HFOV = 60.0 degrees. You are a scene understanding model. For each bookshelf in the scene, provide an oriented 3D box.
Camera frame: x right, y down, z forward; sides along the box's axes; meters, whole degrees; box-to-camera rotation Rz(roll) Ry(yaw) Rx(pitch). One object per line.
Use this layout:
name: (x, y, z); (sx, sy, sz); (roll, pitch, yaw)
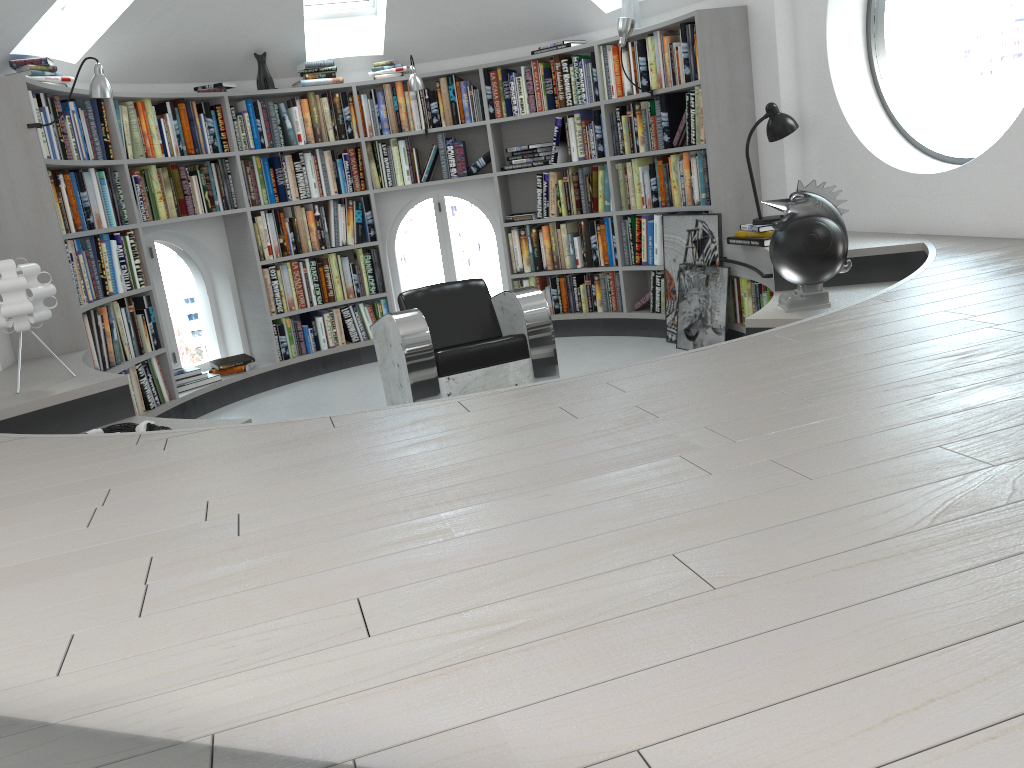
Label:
bookshelf: (-0.815, -1.143, 5.938); (4.339, 1.869, 2.119); (-12, 13, -15)

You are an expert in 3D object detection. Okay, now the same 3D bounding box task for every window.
window: (-1.056, -2.849, 5.571); (4.061, 0.709, 1.942); (-12, 14, -15)
window: (-1.494, -0.798, 6.697); (3.241, 1.144, 0.619); (-16, 14, -29)
window: (2.247, -1.811, 4.292); (0.104, 1.461, 1.477); (-11, 13, -15)

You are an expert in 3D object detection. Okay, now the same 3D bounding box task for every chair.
chair: (-0.277, -0.182, 4.914); (0.825, 0.715, 0.744); (-13, 14, -20)

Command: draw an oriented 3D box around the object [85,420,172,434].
object: (-1.407, 0.195, 3.245); (0.473, 0.081, 0.219); (2, 17, 36)

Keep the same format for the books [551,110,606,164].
books: (0.541, -1.796, 6.397); (0.553, 0.348, 0.257); (0, 15, 30)

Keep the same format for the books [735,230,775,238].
books: (1.482, -0.872, 5.051); (0.287, 0.034, 0.305); (-14, 15, -25)

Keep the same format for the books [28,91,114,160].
books: (-2.512, -1.374, 4.796); (0.300, 0.359, 1.039); (-8, 13, 1)

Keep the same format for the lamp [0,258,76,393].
lamp: (-2.011, -0.249, 3.637); (0.306, 0.522, 0.306); (-14, 14, -26)

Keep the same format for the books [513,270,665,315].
books: (0.661, -0.689, 6.568); (1.497, 0.309, 0.362); (2, 16, 36)

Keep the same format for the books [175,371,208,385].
books: (-2.231, -0.039, 5.973); (0.270, 0.031, 0.286); (-19, 17, -37)

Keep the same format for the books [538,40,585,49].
books: (0.359, -2.425, 6.358); (0.234, 0.027, 0.248); (-20, 18, -41)

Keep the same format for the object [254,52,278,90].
object: (-1.738, -2.193, 6.245); (0.147, 0.263, 0.202); (-12, 13, -18)

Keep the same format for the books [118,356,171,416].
books: (-2.313, 0.068, 5.162); (0.282, 0.318, 0.924); (-7, 13, 3)

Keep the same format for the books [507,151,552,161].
books: (0.152, -1.714, 6.656); (0.286, 0.031, 0.271); (1, 16, 34)

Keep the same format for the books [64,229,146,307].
books: (-2.379, -0.640, 4.947); (0.260, 0.357, 1.026); (-8, 13, 2)

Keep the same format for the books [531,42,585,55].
books: (0.362, -2.398, 6.364); (0.336, 0.036, 0.318); (2, 17, 36)

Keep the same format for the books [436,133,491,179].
books: (-0.338, -1.743, 6.701); (0.399, 0.339, 0.225); (-7, 13, 5)

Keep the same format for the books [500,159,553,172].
books: (0.161, -1.653, 6.669); (0.388, 0.042, 0.368); (-2, 15, 24)

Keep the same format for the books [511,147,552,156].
books: (0.148, -1.744, 6.649); (0.226, 0.036, 0.215); (1, 16, 34)

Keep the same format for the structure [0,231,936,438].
structure: (-0.311, -0.143, 4.797); (4.708, 0.689, 4.740); (0, 16, 29)

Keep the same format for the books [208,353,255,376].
books: (-1.963, -0.130, 6.225); (0.318, 0.099, 0.293); (-11, 14, -13)

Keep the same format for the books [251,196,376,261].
books: (-1.487, -1.154, 6.543); (1.001, 0.349, 0.298); (-16, 15, -31)

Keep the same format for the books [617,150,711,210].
books: (1.106, -1.361, 5.918); (0.276, 0.345, 1.023); (-15, 15, -29)

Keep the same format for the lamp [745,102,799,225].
lamp: (1.467, -1.240, 4.976); (0.322, 0.656, 0.235); (-8, 12, 0)

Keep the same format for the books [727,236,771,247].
books: (1.487, -0.837, 5.058); (0.366, 0.042, 0.390); (-12, 14, -15)

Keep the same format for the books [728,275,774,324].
books: (1.507, -0.438, 5.064); (0.272, 0.296, 1.154); (-8, 14, -1)

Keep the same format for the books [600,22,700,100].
books: (0.988, -2.103, 5.769); (0.294, 0.360, 1.016); (-16, 16, -32)

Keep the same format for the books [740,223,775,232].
books: (1.477, -0.904, 5.044); (0.269, 0.031, 0.287); (-9, 14, -5)

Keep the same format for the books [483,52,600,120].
books: (0.248, -2.162, 6.423); (0.969, 0.365, 0.308); (-1, 15, 27)

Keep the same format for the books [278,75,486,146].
books: (-0.963, -2.029, 6.574); (1.567, 0.365, 0.396); (-10, 13, -10)

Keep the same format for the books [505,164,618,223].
books: (0.406, -1.419, 6.542); (0.973, 0.350, 0.253); (-1, 14, 26)

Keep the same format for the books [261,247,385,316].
books: (-1.423, -0.785, 6.631); (1.035, 0.355, 0.293); (-16, 15, -30)

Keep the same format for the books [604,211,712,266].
books: (1.108, -0.999, 6.047); (0.305, 0.356, 1.187); (-16, 16, -33)

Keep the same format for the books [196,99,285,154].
books: (-1.935, -1.785, 6.181); (0.685, 0.344, 0.265); (-18, 16, -37)

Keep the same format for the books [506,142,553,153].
books: (0.144, -1.775, 6.643); (0.270, 0.031, 0.286); (-17, 17, -34)

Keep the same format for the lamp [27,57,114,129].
lamp: (-2.205, -1.446, 4.397); (0.414, 0.310, 0.117); (-12, 13, -18)

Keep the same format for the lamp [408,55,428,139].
lamp: (-0.684, -2.054, 6.371); (0.113, 0.563, 0.359); (-10, 13, -8)

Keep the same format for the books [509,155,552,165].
books: (0.156, -1.685, 6.662); (0.285, 0.031, 0.271); (-3, 14, 19)

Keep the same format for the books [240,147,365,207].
books: (-1.559, -1.525, 6.500); (1.031, 0.357, 0.301); (-16, 15, -29)

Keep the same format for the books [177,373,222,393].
books: (-2.226, -0.007, 5.980); (0.388, 0.042, 0.367); (4, 18, 40)

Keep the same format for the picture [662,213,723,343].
picture: (1.168, -0.667, 5.738); (0.091, 0.858, 0.580); (-14, 14, -25)

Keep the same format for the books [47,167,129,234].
books: (-2.473, -1.003, 4.894); (0.303, 0.345, 1.095); (-8, 13, 0)

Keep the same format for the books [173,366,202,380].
books: (-2.235, -0.070, 5.967); (0.214, 0.036, 0.227); (-19, 17, -37)

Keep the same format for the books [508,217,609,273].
books: (0.386, -1.052, 6.668); (0.871, 0.348, 0.274); (-1, 14, 25)

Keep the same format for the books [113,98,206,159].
books: (-2.331, -1.611, 5.648); (0.269, 0.371, 0.798); (-1, 15, 27)

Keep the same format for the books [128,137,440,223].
books: (-1.630, -1.446, 6.243); (2.538, 0.368, 0.592); (-17, 16, -34)

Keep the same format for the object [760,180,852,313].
object: (1.300, -0.617, 3.903); (0.321, 0.559, 0.321); (-19, 17, -41)

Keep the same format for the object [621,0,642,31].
object: (0.774, -2.559, 5.863); (0.179, 0.470, 0.180); (-9, 12, -6)

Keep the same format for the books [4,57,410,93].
books: (-1.895, -2.029, 5.844); (0.748, 0.172, 2.829); (5, 19, 43)

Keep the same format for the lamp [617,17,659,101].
lamp: (0.815, -2.063, 5.636); (0.276, 0.522, 0.113); (-14, 13, -24)

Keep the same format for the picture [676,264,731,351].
picture: (1.199, -0.470, 5.591); (0.107, 0.552, 0.491); (-14, 14, -24)

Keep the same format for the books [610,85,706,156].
books: (1.045, -1.731, 5.839); (0.280, 0.356, 1.055); (-15, 15, -29)

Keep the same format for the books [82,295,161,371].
books: (-2.290, -0.046, 4.805); (0.391, 0.691, 1.650); (-9, 13, -5)

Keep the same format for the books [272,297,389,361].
books: (-1.386, -0.431, 6.695); (1.022, 0.304, 0.288); (-16, 15, -30)
